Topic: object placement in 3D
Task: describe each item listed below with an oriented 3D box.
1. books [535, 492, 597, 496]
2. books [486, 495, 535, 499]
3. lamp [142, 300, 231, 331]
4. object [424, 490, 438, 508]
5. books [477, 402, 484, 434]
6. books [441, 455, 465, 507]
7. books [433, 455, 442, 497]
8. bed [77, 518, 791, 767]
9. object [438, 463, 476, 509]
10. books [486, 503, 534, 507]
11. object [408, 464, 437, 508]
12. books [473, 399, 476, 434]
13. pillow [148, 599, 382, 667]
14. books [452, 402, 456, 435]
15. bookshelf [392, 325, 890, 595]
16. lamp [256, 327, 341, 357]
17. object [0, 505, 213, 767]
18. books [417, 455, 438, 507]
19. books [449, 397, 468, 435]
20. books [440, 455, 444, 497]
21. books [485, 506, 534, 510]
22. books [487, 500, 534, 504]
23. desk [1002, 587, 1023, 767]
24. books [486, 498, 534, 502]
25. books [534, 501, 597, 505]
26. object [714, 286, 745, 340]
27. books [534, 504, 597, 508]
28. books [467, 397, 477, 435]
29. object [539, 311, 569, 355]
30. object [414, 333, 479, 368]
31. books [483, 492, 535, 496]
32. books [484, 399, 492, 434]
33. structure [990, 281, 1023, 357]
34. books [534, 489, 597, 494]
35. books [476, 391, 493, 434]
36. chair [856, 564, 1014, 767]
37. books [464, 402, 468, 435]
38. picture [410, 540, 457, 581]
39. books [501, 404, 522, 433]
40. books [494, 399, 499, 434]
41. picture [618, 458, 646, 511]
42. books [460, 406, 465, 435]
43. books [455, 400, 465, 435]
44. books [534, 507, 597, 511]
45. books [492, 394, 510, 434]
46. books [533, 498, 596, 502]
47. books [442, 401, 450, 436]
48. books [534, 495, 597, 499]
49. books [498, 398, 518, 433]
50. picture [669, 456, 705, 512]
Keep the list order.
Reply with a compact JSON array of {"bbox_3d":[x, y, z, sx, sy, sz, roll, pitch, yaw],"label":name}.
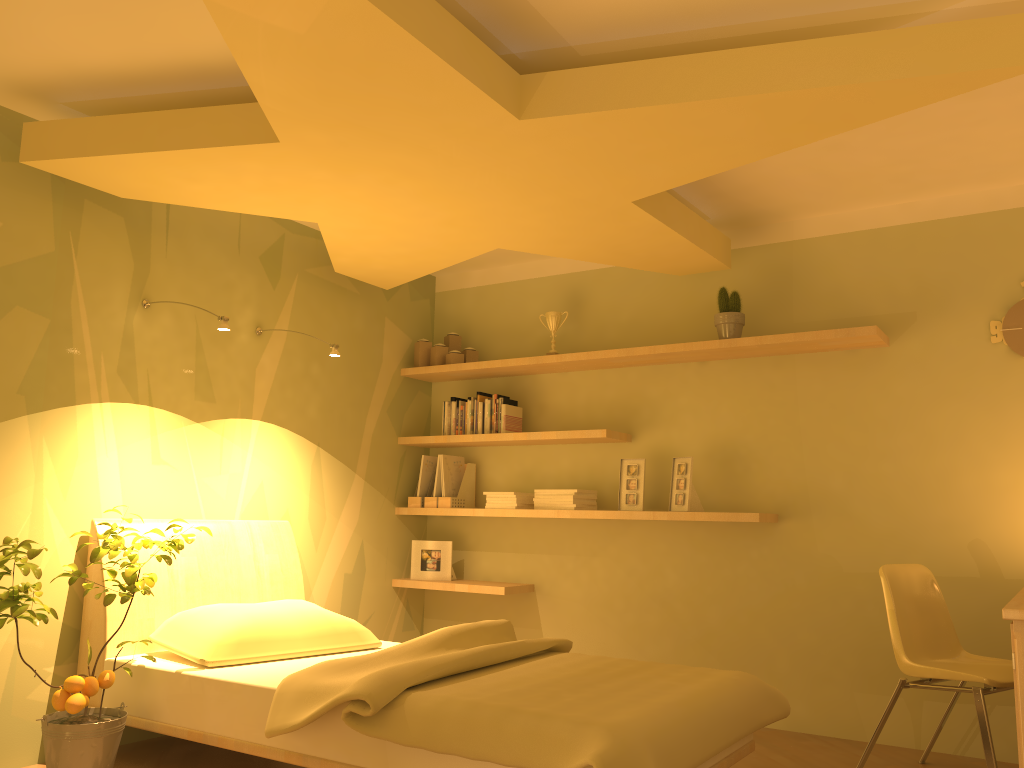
[{"bbox_3d":[0.282,0.580,4.653,0.270,0.015,0.190,-7,-12,42],"label":"books"},{"bbox_3d":[0.017,0.613,4.812,0.190,0.015,0.270,-5,-10,34],"label":"books"},{"bbox_3d":[-1.327,-0.285,3.603,0.533,0.178,0.050,-4,-10,32],"label":"lamp"},{"bbox_3d":[-0.390,0.580,5.064,0.087,0.259,0.236,-4,-10,32],"label":"object"},{"bbox_3d":[-0.136,0.203,4.955,0.032,0.184,0.173,-4,-10,32],"label":"books"},{"bbox_3d":[-0.325,0.555,5.026,0.043,0.296,0.210,-4,-10,32],"label":"books"},{"bbox_3d":[-0.371,0.558,5.053,0.048,0.297,0.214,-4,-10,32],"label":"books"},{"bbox_3d":[-0.385,0.958,3.163,2.378,0.894,1.286,-4,-10,32],"label":"bed"},{"bbox_3d":[-0.309,0.574,5.013,0.087,0.259,0.236,-4,-10,32],"label":"object"},{"bbox_3d":[0.008,0.658,4.805,0.190,0.015,0.270,-3,-10,29],"label":"books"},{"bbox_3d":[-0.497,0.588,5.130,0.087,0.259,0.236,-3,-10,27],"label":"object"},{"bbox_3d":[-0.169,0.197,4.988,0.017,0.203,0.155,-4,-10,32],"label":"books"},{"bbox_3d":[-0.967,0.988,3.543,0.482,0.213,0.801,-7,-12,42],"label":"pillow"},{"bbox_3d":[-0.290,0.208,5.063,0.022,0.198,0.157,-4,-10,32],"label":"books"},{"bbox_3d":[0.521,0.464,4.505,2.605,1.240,0.300,-4,-10,32],"label":"bookshelf"},{"bbox_3d":[-0.996,-0.200,4.119,0.533,0.178,0.050,-4,-10,32],"label":"lamp"},{"bbox_3d":[-1.425,0.866,2.882,0.372,0.944,0.828,-3,-10,25],"label":"object"},{"bbox_3d":[-0.477,0.566,5.121,0.048,0.297,0.214,-3,-10,27],"label":"books"},{"bbox_3d":[-0.308,0.196,5.087,0.032,0.229,0.138,-4,-10,32],"label":"books"},{"bbox_3d":[-0.335,0.556,5.027,0.036,0.296,0.210,-4,-10,32],"label":"books"},{"bbox_3d":[0.007,0.672,4.803,0.190,0.015,0.270,-4,-10,31],"label":"books"},{"bbox_3d":[0.017,0.643,4.806,0.190,0.015,0.270,-4,-10,33],"label":"books"},{"bbox_3d":[1.952,1.029,2.714,0.684,0.720,1.396,-4,-10,32],"label":"desk"},{"bbox_3d":[0.013,0.627,4.803,0.190,0.015,0.270,-4,-10,31],"label":"books"},{"bbox_3d":[0.277,0.621,4.624,0.270,0.015,0.190,-7,-12,44],"label":"books"},{"bbox_3d":[1.046,-0.338,4.267,0.145,0.294,0.145,-1,-9,14],"label":"object"},{"bbox_3d":[0.280,0.637,4.630,0.270,0.015,0.190,-6,-11,40],"label":"books"},{"bbox_3d":[-0.195,0.191,4.999,0.038,0.217,0.166,-4,-10,32],"label":"books"},{"bbox_3d":[0.226,-0.256,4.829,0.160,0.268,0.095,1,-9,3],"label":"object"},{"bbox_3d":[-0.384,-0.196,5.182,0.349,0.229,0.234,-4,-10,33],"label":"object"},{"bbox_3d":[-0.005,0.598,4.812,0.190,0.015,0.270,-4,-10,30],"label":"books"},{"bbox_3d":[-0.101,0.192,4.944,0.040,0.203,0.157,-4,-10,32],"label":"books"},{"bbox_3d":[2.202,-0.233,3.706,0.360,0.432,0.027,-4,-10,32],"label":"structure"},{"bbox_3d":[0.281,0.563,4.641,0.270,0.015,0.190,-5,-11,38],"label":"books"},{"bbox_3d":[-0.153,0.174,4.981,0.021,0.247,0.157,-4,-10,32],"label":"books"},{"bbox_3d":[1.609,1.066,3.232,0.531,0.785,0.546,8,-11,-37],"label":"chair"},{"bbox_3d":[-0.219,0.207,5.024,0.032,0.193,0.146,-4,-10,32],"label":"books"},{"bbox_3d":[-0.444,0.997,5.018,0.247,0.219,0.131,0,-9,10],"label":"picture"},{"bbox_3d":[-0.004,0.203,4.868,0.032,0.163,0.178,-4,-10,32],"label":"books"},{"bbox_3d":[-0.048,0.191,4.910,0.022,0.198,0.157,-4,-10,32],"label":"books"},{"bbox_3d":[0.633,0.513,4.488,0.134,0.264,0.171,-4,-10,31],"label":"picture"},{"bbox_3d":[-0.245,0.218,5.032,0.021,0.172,0.157,-4,-10,32],"label":"books"},{"bbox_3d":[-0.267,0.204,5.049,0.032,0.203,0.157,-4,-10,32],"label":"books"},{"bbox_3d":[0.279,0.652,4.628,0.270,0.015,0.190,-7,-12,42],"label":"books"},{"bbox_3d":[-0.065,0.178,4.935,0.032,0.229,0.138,-4,-10,32],"label":"books"},{"bbox_3d":[0.274,0.607,4.631,0.270,0.015,0.190,-7,-12,42],"label":"books"},{"bbox_3d":[-0.343,0.210,5.096,0.040,0.203,0.157,-4,-10,32],"label":"books"},{"bbox_3d":[0.280,0.591,4.629,0.190,0.015,0.270,10,-12,-44],"label":"books"},{"bbox_3d":[-0.025,0.186,4.896,0.032,0.203,0.157,-4,-10,32],"label":"books"},{"bbox_3d":[0.866,0.489,4.293,0.171,0.264,0.134,6,-10,-31],"label":"picture"}]
